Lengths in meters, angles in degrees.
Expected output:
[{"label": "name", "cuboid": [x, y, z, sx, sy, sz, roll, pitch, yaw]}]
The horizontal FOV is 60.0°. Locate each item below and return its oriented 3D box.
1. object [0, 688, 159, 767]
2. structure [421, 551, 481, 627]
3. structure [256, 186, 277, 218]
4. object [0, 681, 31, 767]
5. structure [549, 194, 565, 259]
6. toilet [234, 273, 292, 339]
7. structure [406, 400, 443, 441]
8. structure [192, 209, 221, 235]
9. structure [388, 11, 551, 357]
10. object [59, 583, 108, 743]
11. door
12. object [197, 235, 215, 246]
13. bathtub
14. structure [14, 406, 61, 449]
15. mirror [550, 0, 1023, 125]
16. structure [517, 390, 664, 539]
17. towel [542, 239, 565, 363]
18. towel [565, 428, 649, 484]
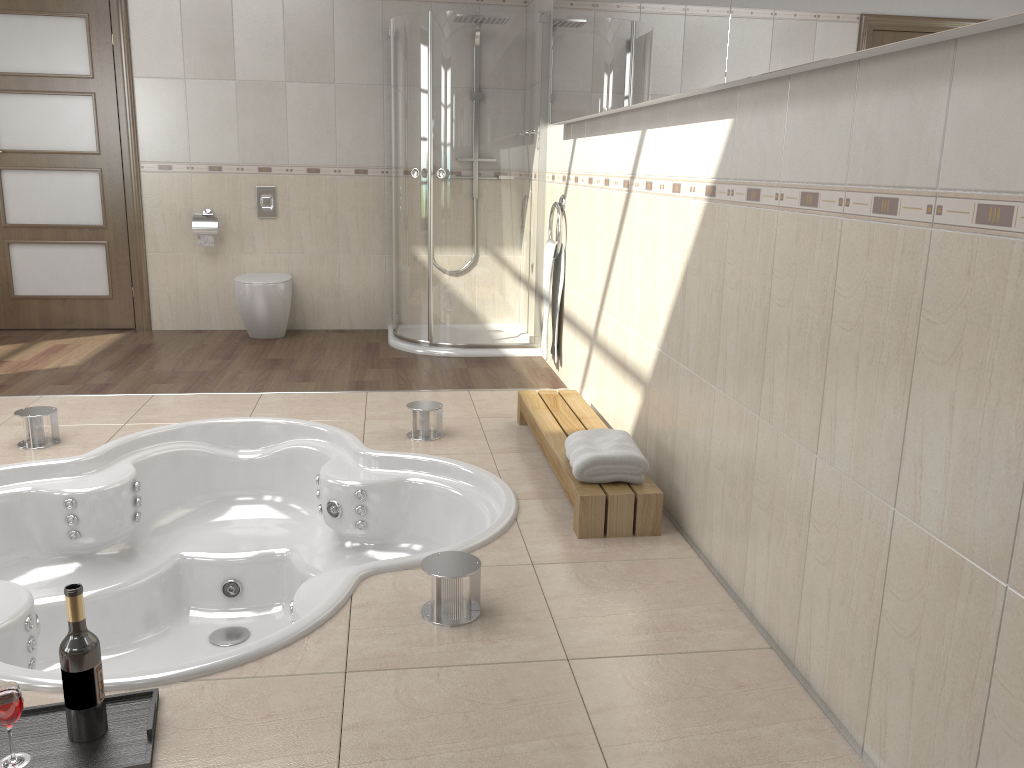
[{"label": "object", "cuboid": [-0.889, 0.673, 1.673, 0.400, 0.040, 0.250, -3, 14, -18]}, {"label": "structure", "cuboid": [-0.152, 0.509, 2.216, 0.150, 0.131, 0.150, 2, 14, 1]}, {"label": "structure", "cuboid": [-1.578, -1.169, 5.697, 0.120, 0.200, 0.010, -1, 14, -8]}, {"label": "object", "cuboid": [-0.912, 0.620, 1.608, 0.055, 0.153, 0.055, -2, 14, -15]}, {"label": "structure", "cuboid": [0.237, -0.815, 4.599, 0.051, 0.332, 0.291, -1, 14, -8]}, {"label": "toilet", "cuboid": [-1.559, -0.484, 5.607, 0.337, 0.388, 0.519, -1, 14, -8]}, {"label": "structure", "cuboid": [-0.360, 0.151, 3.658, 0.150, 0.131, 0.150, -3, 15, -18]}, {"label": "structure", "cuboid": [-1.926, -1.026, 5.608, 0.170, 0.151, 0.154, -1, 14, -8]}, {"label": "structure", "cuboid": [-0.311, -1.197, 5.408, 0.900, 1.917, 0.900, -1, 14, -8]}, {"label": "object", "cuboid": [-0.818, 0.525, 1.682, 0.070, 0.307, 0.070, -11, 18, -40]}, {"label": "door", "cuboid": [-2.867, -1.343, 5.496, 0.861, 2.026, 0.102, -1, 14, -10]}, {"label": "object", "cuboid": [-1.930, -0.950, 5.602, 0.098, 0.151, 0.090, -1, 14, -8]}, {"label": "bathtub", "cuboid": [-1.007, 0.710, 2.923, 1.754, 0.674, 1.751, 11, 17, 35]}, {"label": "structure", "cuboid": [-1.845, 0.169, 3.448, 0.150, 0.131, 0.150, -11, 19, -41]}, {"label": "mirror", "cuboid": [0.447, -1.170, 2.674, 0.005, 0.600, 3.600, -1, 14, -8]}, {"label": "structure", "cuboid": [0.241, 0.248, 3.302, 0.260, 0.140, 1.280, -1, 14, -8]}, {"label": "towel", "cuboid": [0.208, -0.442, 4.680, 0.083, 0.635, 0.280, -1, 14, -8]}, {"label": "towel", "cuboid": [0.298, 0.227, 2.891, 0.233, 0.099, 0.331, 0, 14, -3]}]
